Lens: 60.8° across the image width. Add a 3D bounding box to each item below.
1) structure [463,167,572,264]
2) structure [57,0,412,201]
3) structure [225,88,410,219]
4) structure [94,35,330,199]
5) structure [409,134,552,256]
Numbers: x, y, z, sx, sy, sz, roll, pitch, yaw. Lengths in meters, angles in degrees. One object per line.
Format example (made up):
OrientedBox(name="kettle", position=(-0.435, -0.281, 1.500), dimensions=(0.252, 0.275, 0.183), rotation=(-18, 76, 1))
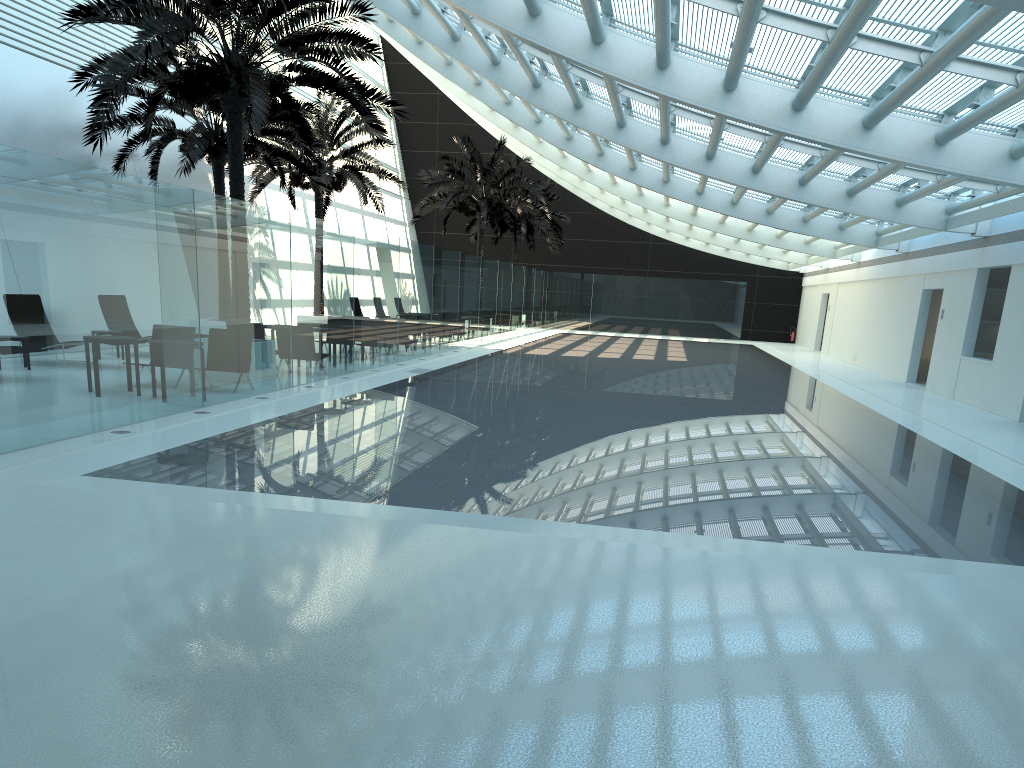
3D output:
OrientedBox(name="structure", position=(0.296, -6.095, 39.696), dimensions=(4.459, 7.281, 4.622), rotation=(0, 13, -12))
OrientedBox(name="structure", position=(-4.445, -3.584, 13.634), dimensions=(4.760, 7.283, 4.330), rotation=(10, 15, 27))
OrientedBox(name="structure", position=(-5.731, -4.842, 25.350), dimensions=(4.188, 7.152, 4.562), rotation=(15, 17, 42))
OrientedBox(name="structure", position=(-6.568, -4.244, 19.596), dimensions=(4.644, 7.090, 4.111), rotation=(0, 13, -12))
OrientedBox(name="structure", position=(-1.139, -5.347, 31.921), dimensions=(4.820, 7.283, 4.274), rotation=(4, 13, 3))
